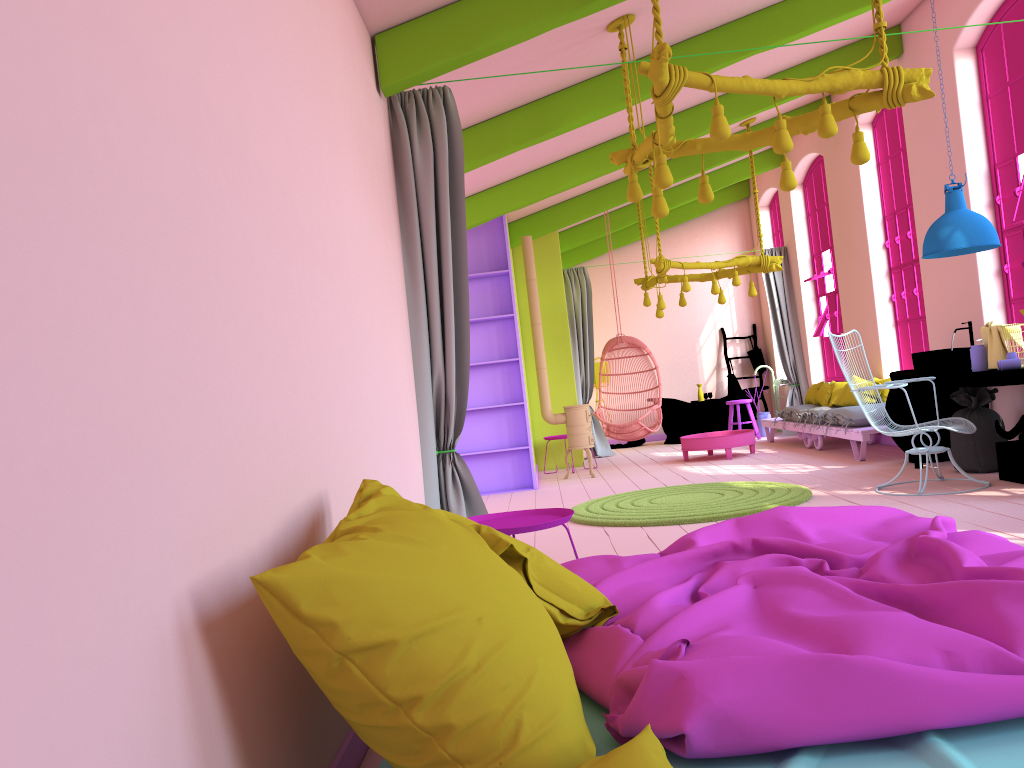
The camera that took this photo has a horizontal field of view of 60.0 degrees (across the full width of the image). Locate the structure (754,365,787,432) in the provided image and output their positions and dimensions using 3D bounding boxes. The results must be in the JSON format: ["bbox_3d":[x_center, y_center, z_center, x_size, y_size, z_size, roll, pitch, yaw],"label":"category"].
[{"bbox_3d":[4.056,0.223,13.761,0.254,1.061,0.452,-6,0,-45],"label":"structure"}]

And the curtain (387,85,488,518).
[{"bbox_3d":[-0.387,-0.274,4.762,0.518,2.785,0.525,-6,0,-18],"label":"curtain"}]

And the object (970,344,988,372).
[{"bbox_3d":[3.533,-0.196,6.711,0.109,0.197,0.109,-6,0,-6],"label":"object"}]

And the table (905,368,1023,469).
[{"bbox_3d":[3.722,0.273,6.553,0.655,0.820,2.192,-7,-1,2],"label":"table"}]

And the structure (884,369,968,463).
[{"bbox_3d":[3.766,0.279,8.062,0.717,0.845,0.718,-6,0,-31],"label":"structure"}]

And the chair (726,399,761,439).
[{"bbox_3d":[3.261,0.529,12.698,0.472,0.593,0.446,-6,0,-30],"label":"chair"}]

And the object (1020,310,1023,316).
[{"bbox_3d":[3.420,-0.303,5.822,0.116,0.383,0.116,-6,0,-25],"label":"object"}]

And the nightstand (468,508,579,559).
[{"bbox_3d":[0.015,0.842,4.069,0.596,0.458,0.595,-7,-1,39],"label":"nightstand"}]

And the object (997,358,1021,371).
[{"bbox_3d":[3.512,-0.137,6.267,0.137,0.076,0.076,-7,-1,22],"label":"object"}]

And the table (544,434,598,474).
[{"bbox_3d":[0.710,0.860,11.070,0.596,0.458,0.595,-7,-1,39],"label":"table"}]

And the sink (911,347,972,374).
[{"bbox_3d":[3.516,-0.188,7.207,0.340,0.194,0.609,-7,-1,2],"label":"sink"}]

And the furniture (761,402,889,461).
[{"bbox_3d":[3.745,0.481,10.342,0.907,0.507,3.776,-7,-1,2],"label":"furniture"}]

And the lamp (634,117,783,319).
[{"bbox_3d":[2.028,-1.951,10.640,1.610,2.264,1.776,-6,0,-17],"label":"lamp"}]

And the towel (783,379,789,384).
[{"bbox_3d":[4.323,-0.055,13.611,0.247,0.102,0.262,-6,-1,-8],"label":"towel"}]

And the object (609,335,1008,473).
[{"bbox_3d":[2.640,0.077,10.839,2.827,1.580,7.865,-7,-1,2],"label":"object"}]

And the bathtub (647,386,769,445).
[{"bbox_3d":[3.081,0.489,13.809,1.889,0.740,0.826,-7,-1,2],"label":"bathtub"}]

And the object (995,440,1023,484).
[{"bbox_3d":[3.767,0.537,6.230,0.446,0.277,0.521,-7,-1,2],"label":"object"}]

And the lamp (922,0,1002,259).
[{"bbox_3d":[3.193,-1.965,6.535,0.529,2.002,0.528,-7,0,33],"label":"lamp"}]

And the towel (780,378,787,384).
[{"bbox_3d":[4.331,-0.052,13.879,0.262,0.102,0.247,-7,-1,2],"label":"towel"}]

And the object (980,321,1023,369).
[{"bbox_3d":[3.733,-0.304,6.527,0.444,0.369,0.633,-7,-1,2],"label":"object"}]

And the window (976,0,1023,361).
[{"bbox_3d":[4.088,-1.575,6.803,0.492,3.003,1.497,-7,0,2],"label":"window"}]

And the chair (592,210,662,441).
[{"bbox_3d":[1.314,-0.843,11.051,0.860,3.129,0.806,-7,0,21],"label":"chair"}]

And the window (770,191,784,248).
[{"bbox_3d":[4.278,-1.510,13.624,0.072,3.047,1.275,-7,0,2],"label":"window"}]

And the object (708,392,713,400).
[{"bbox_3d":[3.084,0.215,13.777,0.069,0.170,0.069,-7,0,21],"label":"object"}]

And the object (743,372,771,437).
[{"bbox_3d":[3.646,0.287,13.029,0.277,0.987,0.452,-6,0,-44],"label":"object"}]

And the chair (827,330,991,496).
[{"bbox_3d":[2.938,0.157,6.538,0.925,1.238,1.078,-7,-1,36],"label":"chair"}]

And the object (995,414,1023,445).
[{"bbox_3d":[3.793,0.442,6.374,0.300,0.448,0.672,-6,-1,-23],"label":"object"}]

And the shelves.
[{"bbox_3d":[-0.823,-0.301,9.534,1.841,3.104,0.384,-7,0,2],"label":"shelves"}]

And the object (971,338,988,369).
[{"bbox_3d":[3.714,-0.237,6.969,0.165,0.250,0.410,-7,-1,37],"label":"object"}]

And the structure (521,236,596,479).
[{"bbox_3d":[0.576,-0.319,10.233,0.577,2.814,0.403,-7,0,19],"label":"structure"}]

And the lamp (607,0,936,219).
[{"bbox_3d":[1.110,-2.121,5.122,1.610,2.264,1.776,-6,0,-17],"label":"lamp"}]

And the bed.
[{"bbox_3d":[1.010,0.685,2.496,2.802,0.514,3.576,-7,-1,1],"label":"bed"}]

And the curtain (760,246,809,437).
[{"bbox_3d":[3.965,-0.614,12.728,0.519,2.785,0.525,-7,0,21],"label":"curtain"}]

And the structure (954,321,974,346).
[{"bbox_3d":[3.691,-0.307,7.228,0.166,0.397,0.087,-7,0,11],"label":"structure"}]

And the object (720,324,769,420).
[{"bbox_3d":[3.832,-0.092,14.520,0.603,1.764,0.410,-7,0,2],"label":"object"}]

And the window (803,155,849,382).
[{"bbox_3d":[4.225,-1.521,11.716,0.551,3.009,1.514,-7,0,2],"label":"window"}]

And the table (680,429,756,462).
[{"bbox_3d":[2.482,0.741,10.666,0.886,0.285,0.885,-7,-1,28],"label":"table"}]

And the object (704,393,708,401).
[{"bbox_3d":[2.980,0.224,13.617,0.069,0.170,0.069,-7,0,21],"label":"object"}]

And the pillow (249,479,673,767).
[{"bbox_3d":[-0.098,0.644,2.271,0.848,0.822,2.618,-6,-1,-9],"label":"pillow"}]

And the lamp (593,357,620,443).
[{"bbox_3d":[1.403,0.306,14.485,0.491,1.466,0.476,-7,0,32],"label":"lamp"}]

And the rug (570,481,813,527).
[{"bbox_3d":[1.381,0.937,7.041,1.888,0.050,1.889,-6,-1,-11],"label":"rug"}]

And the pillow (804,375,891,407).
[{"bbox_3d":[3.873,0.102,10.420,0.578,0.399,1.997,-7,-1,1],"label":"pillow"}]

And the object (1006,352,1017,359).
[{"bbox_3d":[3.572,-0.167,6.331,0.065,0.118,0.065,-6,0,-40],"label":"object"}]

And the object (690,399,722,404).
[{"bbox_3d":[3.025,0.283,13.811,0.360,0.068,1.323,-7,-1,2],"label":"object"}]

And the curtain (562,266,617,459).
[{"bbox_3d":[1.040,-0.335,12.822,0.518,2.785,0.525,-6,0,-18],"label":"curtain"}]

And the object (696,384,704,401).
[{"bbox_3d":[2.930,0.159,13.783,0.097,0.321,0.097,-7,0,13],"label":"object"}]

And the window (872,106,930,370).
[{"bbox_3d":[4.153,-1.557,9.263,0.072,3.047,1.275,-7,0,2],"label":"window"}]
